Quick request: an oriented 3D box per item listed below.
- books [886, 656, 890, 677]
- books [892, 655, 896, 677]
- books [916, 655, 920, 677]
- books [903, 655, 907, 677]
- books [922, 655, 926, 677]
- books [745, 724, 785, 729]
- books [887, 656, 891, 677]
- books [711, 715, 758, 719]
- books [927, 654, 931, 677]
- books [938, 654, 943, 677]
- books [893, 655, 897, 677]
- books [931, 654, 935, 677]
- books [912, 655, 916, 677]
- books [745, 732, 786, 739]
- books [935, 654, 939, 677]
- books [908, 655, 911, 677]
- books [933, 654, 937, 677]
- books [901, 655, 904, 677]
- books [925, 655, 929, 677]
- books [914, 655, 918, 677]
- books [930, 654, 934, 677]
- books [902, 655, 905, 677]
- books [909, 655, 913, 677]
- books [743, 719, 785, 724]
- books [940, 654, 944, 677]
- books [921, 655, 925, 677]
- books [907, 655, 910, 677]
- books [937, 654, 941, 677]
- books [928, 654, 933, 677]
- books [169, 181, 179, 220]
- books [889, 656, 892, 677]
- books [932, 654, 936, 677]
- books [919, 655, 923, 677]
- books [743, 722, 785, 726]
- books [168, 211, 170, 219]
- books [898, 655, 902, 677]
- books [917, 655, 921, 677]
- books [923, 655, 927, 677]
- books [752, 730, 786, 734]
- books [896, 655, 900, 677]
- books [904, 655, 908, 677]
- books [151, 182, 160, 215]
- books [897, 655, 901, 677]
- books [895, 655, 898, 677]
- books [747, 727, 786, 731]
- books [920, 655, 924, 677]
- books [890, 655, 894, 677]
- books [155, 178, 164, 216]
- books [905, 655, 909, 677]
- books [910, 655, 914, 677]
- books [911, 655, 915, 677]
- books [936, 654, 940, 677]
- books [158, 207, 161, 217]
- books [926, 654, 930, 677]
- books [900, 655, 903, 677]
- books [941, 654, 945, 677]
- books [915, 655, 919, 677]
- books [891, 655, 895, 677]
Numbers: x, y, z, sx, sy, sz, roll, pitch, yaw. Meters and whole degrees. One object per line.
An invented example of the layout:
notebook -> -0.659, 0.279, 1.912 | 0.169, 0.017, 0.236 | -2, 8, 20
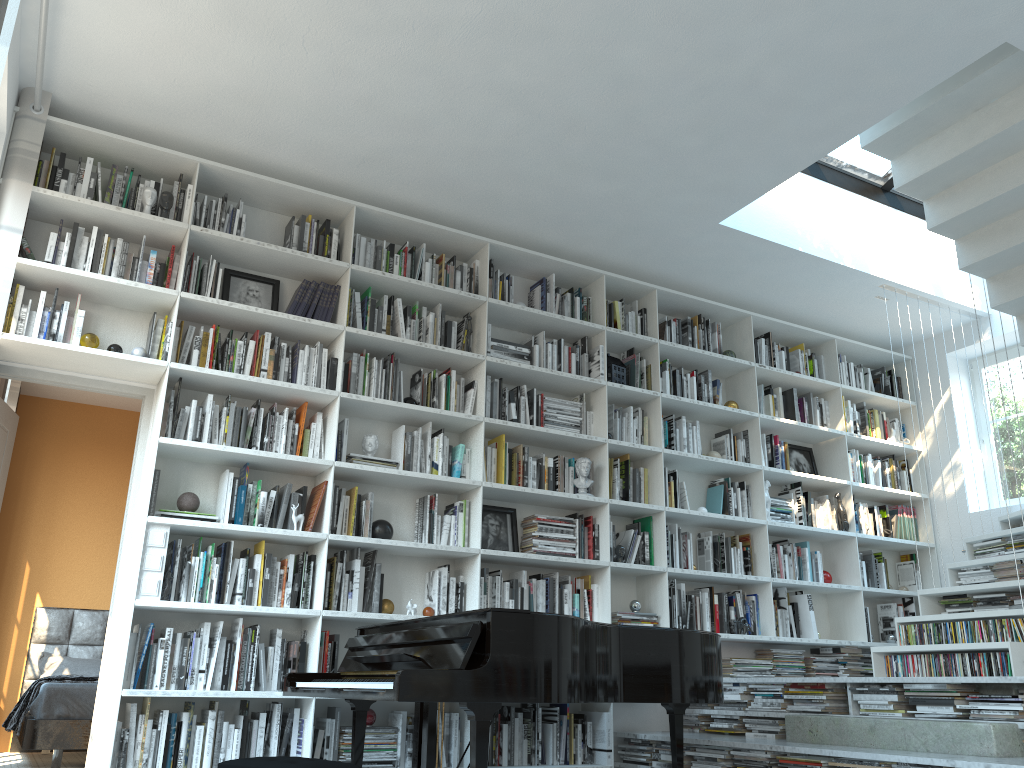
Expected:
books -> 2.184, 1.615, 5.053 | 0.125, 0.125, 0.008 | 11, -21, -27
books -> 2.204, 1.603, 5.018 | 0.125, 0.125, 0.008 | 11, -21, -27
books -> 2.280, 1.560, 4.888 | 0.125, 0.125, 0.007 | 11, -21, -27
books -> 2.239, 1.583, 4.959 | 0.125, 0.125, 0.008 | 11, -21, -27
books -> 2.299, 1.549, 4.856 | 0.125, 0.125, 0.007 | 11, -21, -27
books -> 1.421, 1.862, 4.824 | 0.156, 0.017, 0.264 | 13, -22, -31
books -> 2.189, 1.612, 5.045 | 0.125, 0.125, 0.010 | 11, -21, -27
books -> 1.279, 1.913, 5.098 | 0.149, 0.014, 0.229 | 12, -22, -29
books -> 2.314, 1.540, 4.830 | 0.125, 0.125, 0.008 | 11, -21, -27
books -> 2.347, 1.521, 4.773 | 0.125, 0.125, 0.007 | 11, -21, -27
books -> 2.208, 1.601, 5.012 | 0.125, 0.125, 0.008 | 11, -21, -27
books -> 2.325, 1.534, 4.810 | 0.125, 0.125, 0.007 | 11, -21, -27
books -> 2.268, 1.567, 4.908 | 0.125, 0.125, 0.007 | 11, -21, -27
books -> 1.407, 1.905, 4.801 | 0.189, 0.028, 0.202 | 13, -23, -32
books -> 2.336, 1.527, 4.792 | 0.125, 0.125, 0.007 | 11, -21, -27
books -> 2.254, 1.575, 4.933 | 0.125, 0.125, 0.007 | 11, -21, -27
books -> 2.332, 1.530, 4.798 | 0.125, 0.125, 0.009 | 11, -21, -27
books -> 2.231, 1.588, 4.971 | 0.125, 0.125, 0.008 | 11, -21, -27
books -> 2.306, 1.545, 4.843 | 0.125, 0.125, 0.008 | 11, -21, -27
books -> 2.272, 1.564, 4.902 | 0.125, 0.125, 0.008 | 11, -21, -27
books -> 2.322, 1.536, 4.817 | 0.125, 0.125, 0.008 | 11, -21, -27
books -> 2.235, 1.586, 4.966 | 0.125, 0.125, 0.008 | 11, -21, -27
books -> 2.257, 1.573, 4.927 | 0.125, 0.125, 0.007 | 11, -21, -27
books -> 1.413, 1.836, 4.828 | 0.181, 0.017, 0.250 | 12, -22, -30
books -> 2.351, 1.519, 4.767 | 0.125, 0.125, 0.007 | 11, -21, -27
books -> 2.295, 1.551, 4.863 | 0.125, 0.125, 0.008 | 11, -21, -27
books -> 2.250, 1.577, 4.939 | 0.125, 0.125, 0.007 | 11, -21, -27
books -> 2.343, 1.523, 4.779 | 0.125, 0.125, 0.007 | 11, -21, -27
books -> 2.318, 1.538, 4.824 | 0.125, 0.125, 0.009 | 11, -21, -27
books -> -1.780, -0.890, 4.619 | 0.022, 0.285, 0.175 | 11, -21, -27
books -> 2.193, 1.610, 5.037 | 0.125, 0.125, 0.009 | 11, -21, -27
books -> 2.329, 1.532, 4.805 | 0.125, 0.125, 0.008 | 11, -21, -27
books -> 2.287, 1.556, 4.876 | 0.125, 0.125, 0.008 | 11, -21, -27
books -> 1.418, 1.849, 4.826 | 0.178, 0.009, 0.277 | 11, -21, -26
books -> -1.803, -0.846, 4.592 | 0.028, 0.184, 0.168 | 11, -21, -27
books -> 2.224, 1.592, 4.985 | 0.125, 0.125, 0.009 | 11, -21, -27
books -> 2.284, 1.558, 4.882 | 0.125, 0.125, 0.007 | 11, -21, -27
books -> 2.302, 1.547, 4.850 | 0.125, 0.125, 0.009 | 11, -21, -27
books -> 1.430, 1.890, 4.820 | 0.138, 0.014, 0.215 | 10, -21, -23
books -> 2.216, 1.596, 4.998 | 0.125, 0.125, 0.007 | 11, -21, -27
books -> 2.243, 1.581, 4.953 | 0.125, 0.125, 0.008 | 11, -21, -27
books -> -1.856, -0.893, 4.570 | 0.027, 0.258, 0.147 | 11, -21, -27
books -> 2.220, 1.594, 4.991 | 0.125, 0.125, 0.009 | 11, -21, -27
books -> 2.212, 1.599, 5.005 | 0.125, 0.125, 0.010 | 11, -21, -27
books -> 1.425, 1.876, 4.821 | 0.161, 0.012, 0.255 | 11, -21, -26
books -> 2.291, 1.553, 4.869 | 0.125, 0.125, 0.009 | 11, -21, -27
books -> 2.197, 1.607, 5.031 | 0.125, 0.125, 0.007 | 11, -21, -27
books -> -1.843, -0.902, 4.595 | 0.013, 0.291, 0.155 | 11, -21, -27
books -> 2.247, 1.579, 4.946 | 0.125, 0.125, 0.008 | 11, -21, -27
books -> 2.261, 1.571, 4.921 | 0.125, 0.125, 0.008 | 11, -21, -27
books -> 2.264, 1.569, 4.915 | 0.125, 0.125, 0.008 | 11, -21, -27
books -> 2.340, 1.525, 4.786 | 0.125, 0.125, 0.008 | 11, -21, -27
books -> -1.826, -0.859, 4.586 | 0.023, 0.204, 0.146 | 11, -21, -27
books -> 2.310, 1.543, 4.837 | 0.125, 0.125, 0.009 | 11, -21, -27
books -> 2.228, 1.590, 4.978 | 0.125, 0.125, 0.007 | 11, -21, -27
books -> 2.355, 1.517, 4.760 | 0.125, 0.125, 0.010 | 11, -21, -27
books -> 2.276, 1.562, 4.895 | 0.125, 0.125, 0.009 | 11, -21, -27
books -> 2.201, 1.605, 5.024 | 0.125, 0.125, 0.007 | 11, -21, -27
